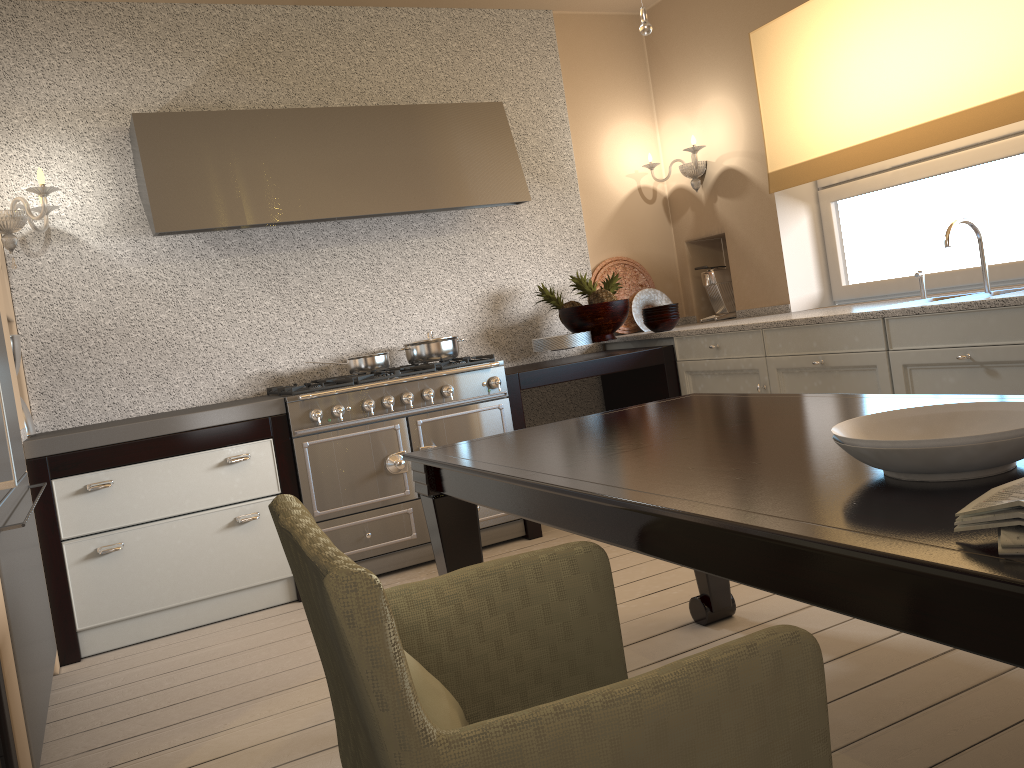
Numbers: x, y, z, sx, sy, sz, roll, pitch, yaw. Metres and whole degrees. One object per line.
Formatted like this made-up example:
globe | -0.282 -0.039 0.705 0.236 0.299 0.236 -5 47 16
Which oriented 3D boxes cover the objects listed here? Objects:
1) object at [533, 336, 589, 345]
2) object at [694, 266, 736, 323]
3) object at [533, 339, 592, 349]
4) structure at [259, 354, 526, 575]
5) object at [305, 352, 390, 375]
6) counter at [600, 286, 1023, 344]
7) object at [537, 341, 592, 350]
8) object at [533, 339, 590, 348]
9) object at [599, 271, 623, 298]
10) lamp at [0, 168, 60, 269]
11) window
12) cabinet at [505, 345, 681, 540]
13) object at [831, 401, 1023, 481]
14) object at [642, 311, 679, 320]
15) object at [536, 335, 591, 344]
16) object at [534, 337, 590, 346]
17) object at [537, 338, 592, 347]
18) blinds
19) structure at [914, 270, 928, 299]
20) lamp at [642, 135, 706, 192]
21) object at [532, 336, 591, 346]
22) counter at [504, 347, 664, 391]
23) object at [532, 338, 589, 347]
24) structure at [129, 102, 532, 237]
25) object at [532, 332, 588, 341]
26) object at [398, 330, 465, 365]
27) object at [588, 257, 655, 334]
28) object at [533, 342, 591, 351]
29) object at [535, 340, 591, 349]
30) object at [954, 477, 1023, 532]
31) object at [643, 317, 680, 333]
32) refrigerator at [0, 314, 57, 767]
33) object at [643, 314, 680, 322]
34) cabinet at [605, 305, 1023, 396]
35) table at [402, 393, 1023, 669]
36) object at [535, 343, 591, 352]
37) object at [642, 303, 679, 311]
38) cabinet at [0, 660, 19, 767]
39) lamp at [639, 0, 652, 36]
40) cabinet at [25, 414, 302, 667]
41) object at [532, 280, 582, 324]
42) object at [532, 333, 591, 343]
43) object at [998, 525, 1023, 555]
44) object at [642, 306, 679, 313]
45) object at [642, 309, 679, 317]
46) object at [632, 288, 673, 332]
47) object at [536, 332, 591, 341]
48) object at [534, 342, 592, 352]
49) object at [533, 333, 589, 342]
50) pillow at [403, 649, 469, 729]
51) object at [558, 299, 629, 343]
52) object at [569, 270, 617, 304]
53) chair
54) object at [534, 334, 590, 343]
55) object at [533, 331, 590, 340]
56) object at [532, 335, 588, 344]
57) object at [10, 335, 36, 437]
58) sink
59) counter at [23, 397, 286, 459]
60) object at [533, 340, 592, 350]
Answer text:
object | 0.233 -0.200 4.140 0.279 0.011 0.278 -12 5 -38
object | 1.209 -0.515 4.884 0.392 0.306 0.382 -10 3 -25
object | 0.235 -0.183 4.141 0.279 0.011 0.278 -12 5 -38
structure | -0.511 0.342 3.853 0.931 0.804 0.704 -10 3 -25
object | -0.729 -0.088 4.016 0.370 0.090 0.199 -8 3 17
counter | 1.655 -0.319 3.044 0.654 0.068 4.235 -10 4 -25
object | 0.237 -0.175 4.141 0.279 0.011 0.278 -12 5 -38
object | 0.235 -0.185 4.141 0.279 0.011 0.278 -12 5 -38
object | 0.474 -0.427 4.488 0.276 0.284 0.138 -11 3 -40
lamp | -1.868 -0.614 3.396 0.269 0.340 0.479 -10 3 -27
window | 2.274 -1.078 2.807 0.047 1.351 3.564 -9 3 -25
cabinet | 0.293 0.247 4.292 0.898 0.723 0.599 -10 3 -25
object | 0.582 0.080 1.192 0.282 0.066 0.281 -11 4 -31
object | 0.738 -0.313 4.368 0.180 0.063 0.181 -6 5 42
object | 0.233 -0.202 4.139 0.279 0.011 0.278 -12 5 -38
object | 0.234 -0.194 4.140 0.279 0.011 0.278 -12 5 -38
object | 0.235 -0.189 4.141 0.279 0.011 0.278 -12 5 -38
blinds | 1.954 -1.321 2.692 0.022 0.781 3.546 -9 4 -25
structure | 1.637 -0.386 3.540 0.037 0.135 0.024 -9 2 -25
lamp | 0.923 -1.150 4.727 0.265 0.266 0.479 -10 3 -27
object | 0.233 -0.197 4.141 0.279 0.011 0.278 -12 5 -38
counter | 0.245 -0.071 4.283 0.767 0.079 0.600 -10 4 -25
object | 0.233 -0.191 4.141 0.279 0.011 0.278 -12 5 -38
structure | -0.786 -0.973 4.001 1.666 0.510 0.479 -10 3 -25
object | 0.230 -0.219 4.140 0.279 0.011 0.278 -12 5 -38
object | -0.374 -0.178 4.131 0.265 0.145 0.266 -7 3 23
object | 0.611 -0.488 4.868 0.432 0.430 0.064 -10 2 -25
object | 0.237 -0.172 4.141 0.279 0.011 0.278 -12 5 -38
object | 0.236 -0.180 4.140 0.279 0.011 0.278 -12 5 -38
object | 0.580 0.113 0.865 0.233 0.051 0.164 -10 4 -25
object | 0.742 -0.287 4.369 0.180 0.063 0.181 -6 5 42
refrigerator | -1.707 0.089 2.323 0.743 1.732 1.102 -10 2 -25
object | 0.740 -0.299 4.368 0.180 0.063 0.181 -6 5 42
cabinet | 1.766 0.077 3.083 0.848 0.770 4.218 -10 4 -25
table | 0.603 0.418 1.544 0.920 0.653 1.989 -10 4 -25
object | 0.238 -0.167 4.141 0.279 0.011 0.278 -12 5 -38
object | 0.734 -0.354 4.368 0.180 0.065 0.180 -10 4 -17
cabinet | -0.959 0.040 0.568 0.890 1.838 2.486 -10 3 -25
lamp | 0.187 -1.257 1.768 0.675 1.126 0.701 -9 2 -7
cabinet | -1.337 0.547 3.498 0.898 0.723 0.636 -10 3 -25
object | 0.246 -0.386 4.402 0.278 0.284 0.138 -8 2 21
object | 0.231 -0.211 4.140 0.279 0.011 0.278 -12 5 -38
object | 0.586 0.129 0.830 0.231 0.026 0.165 -7 4 30
object | 0.734 -0.340 4.367 0.180 0.064 0.180 -10 4 -17
object | 0.734 -0.328 4.367 0.181 0.066 0.180 -11 4 -33
object | 0.776 -0.393 4.862 0.283 0.272 0.093 -10 2 -24
object | 0.230 -0.216 4.140 0.279 0.011 0.278 -12 5 -38
object | 0.238 -0.169 4.140 0.279 0.011 0.278 -12 5 -38
object | 0.231 -0.213 4.139 0.279 0.011 0.278 -12 5 -38
pillow | -0.075 0.397 1.059 0.192 0.294 0.440 -10 3 -26
object | 0.416 -0.302 4.387 0.352 0.188 0.350 -12 4 -42
object | 0.394 -0.439 4.343 0.161 0.278 0.268 -11 3 -43
chair | 0.047 0.508 1.087 0.562 0.800 0.563 -9 2 -19
object | 0.232 -0.208 4.140 0.279 0.011 0.278 -12 5 -38
object | 0.230 -0.222 4.140 0.279 0.011 0.278 -12 5 -38
object | 0.232 -0.205 4.140 0.279 0.011 0.278 -12 5 -38
object | -1.940 0.017 3.391 0.155 0.393 0.155 -10 2 -36
sink | 1.558 -0.345 3.151 0.459 0.481 0.538 -10 3 -25
counter | -1.402 0.158 3.500 0.898 0.062 0.600 -10 4 -25
object | 0.236 -0.177 4.141 0.279 0.011 0.278 -12 5 -38
